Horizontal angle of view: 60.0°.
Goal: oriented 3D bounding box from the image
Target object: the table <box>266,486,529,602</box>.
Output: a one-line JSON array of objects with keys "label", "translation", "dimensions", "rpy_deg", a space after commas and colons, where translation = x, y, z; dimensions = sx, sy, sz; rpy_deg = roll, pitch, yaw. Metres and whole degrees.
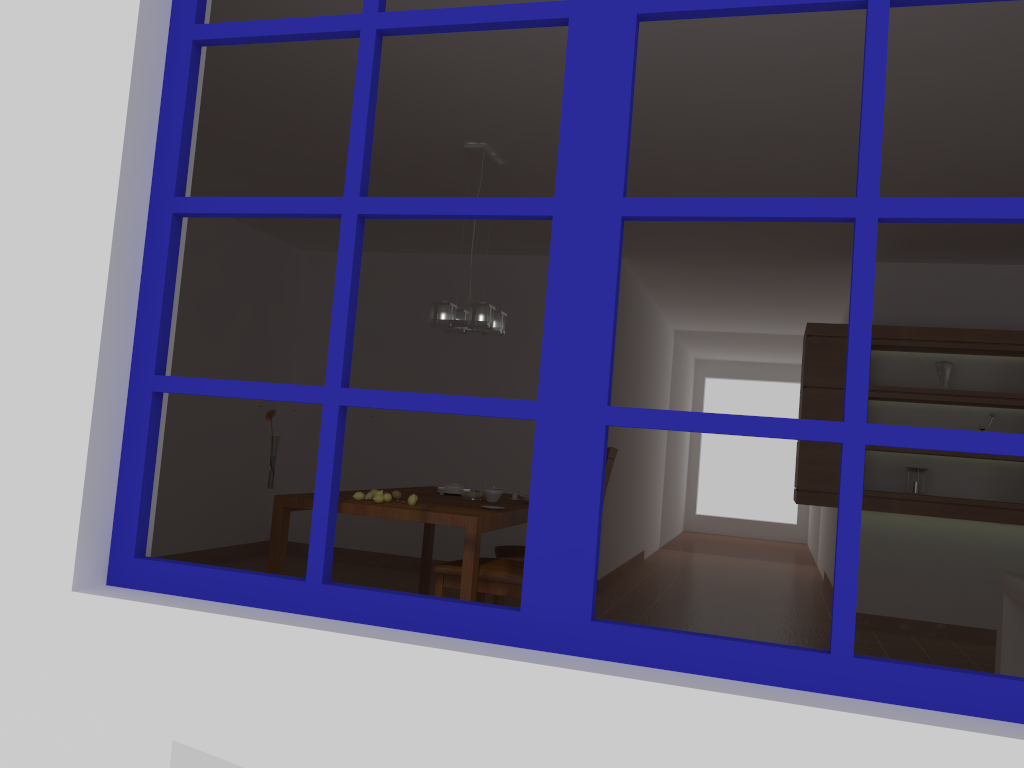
[{"label": "table", "translation": [-0.344, 0.940, 4.419], "dimensions": [0.900, 0.740, 1.800], "rpy_deg": [4, -4, 17]}]

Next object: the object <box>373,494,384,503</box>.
[{"label": "object", "translation": [-0.558, 0.481, 3.715], "dimensions": [0.043, 0.038, 0.043], "rpy_deg": [4, -4, 6]}]

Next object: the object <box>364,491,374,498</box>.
[{"label": "object", "translation": [-0.611, 0.493, 3.910], "dimensions": [0.091, 0.032, 0.092], "rpy_deg": [4, -4, 17]}]

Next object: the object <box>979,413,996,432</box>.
[{"label": "object", "translation": [2.980, 0.286, 5.683], "dimensions": [0.136, 0.227, 0.190], "rpy_deg": [8, -5, -41]}]

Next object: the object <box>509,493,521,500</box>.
[{"label": "object", "translation": [0.015, 0.599, 4.718], "dimensions": [0.065, 0.037, 0.065], "rpy_deg": [3, -5, 30]}]

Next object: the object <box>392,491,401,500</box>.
[{"label": "object", "translation": [-0.526, 0.506, 4.039], "dimensions": [0.042, 0.041, 0.041], "rpy_deg": [5, -4, 2]}]

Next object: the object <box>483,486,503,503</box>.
[{"label": "object", "translation": [-0.096, 0.548, 4.417], "dimensions": [0.096, 0.079, 0.096], "rpy_deg": [4, -4, 12]}]

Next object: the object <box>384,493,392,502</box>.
[{"label": "object", "translation": [-0.538, 0.491, 3.822], "dimensions": [0.041, 0.039, 0.044], "rpy_deg": [6, -4, -20]}]

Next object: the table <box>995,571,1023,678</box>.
[{"label": "table", "translation": [2.567, 1.168, 3.516], "dimensions": [1.003, 0.647, 0.737], "rpy_deg": [4, -4, 17]}]

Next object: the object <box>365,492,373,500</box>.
[{"label": "object", "translation": [-0.617, 0.485, 3.839], "dimensions": [0.033, 0.036, 0.039], "rpy_deg": [8, -5, -36]}]

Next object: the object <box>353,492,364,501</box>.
[{"label": "object", "translation": [-0.649, 0.477, 3.763], "dimensions": [0.043, 0.038, 0.043], "rpy_deg": [4, -4, 6]}]

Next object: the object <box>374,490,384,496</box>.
[{"label": "object", "translation": [-0.571, 0.479, 3.806], "dimensions": [0.039, 0.049, 0.039], "rpy_deg": [3, -4, 24]}]

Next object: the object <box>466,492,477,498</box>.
[{"label": "object", "translation": [-0.206, 0.561, 4.490], "dimensions": [0.060, 0.033, 0.048], "rpy_deg": [4, -4, 16]}]

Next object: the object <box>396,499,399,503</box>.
[{"label": "object", "translation": [-0.496, 0.507, 3.849], "dimensions": [0.012, 0.014, 0.014], "rpy_deg": [4, -4, 5]}]

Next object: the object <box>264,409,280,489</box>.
[{"label": "object", "translation": [-1.112, 0.296, 4.073], "dimensions": [0.085, 0.365, 0.050], "rpy_deg": [4, -4, 14]}]

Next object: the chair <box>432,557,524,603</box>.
[{"label": "chair", "translation": [0.012, 0.772, 3.907], "dimensions": [0.574, 1.063, 0.444], "rpy_deg": [3, -4, 27]}]

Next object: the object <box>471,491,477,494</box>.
[{"label": "object", "translation": [-0.203, 0.565, 4.540], "dimensions": [0.061, 0.032, 0.048], "rpy_deg": [6, -4, -14]}]

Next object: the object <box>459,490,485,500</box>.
[{"label": "object", "translation": [-0.197, 0.565, 4.512], "dimensions": [0.151, 0.041, 0.151], "rpy_deg": [6, -4, -23]}]

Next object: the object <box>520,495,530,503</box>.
[{"label": "object", "translation": [0.105, 0.598, 4.577], "dimensions": [0.136, 0.036, 0.136], "rpy_deg": [7, -4, -25]}]

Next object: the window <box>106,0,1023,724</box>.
[{"label": "window", "translation": [0.127, -0.287, 1.455], "dimensions": [1.699, 1.430, 0.035], "rpy_deg": [4, -4, 17]}]

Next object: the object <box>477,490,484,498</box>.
[{"label": "object", "translation": [-0.154, 0.561, 4.506], "dimensions": [0.055, 0.044, 0.048], "rpy_deg": [5, -4, -4]}]

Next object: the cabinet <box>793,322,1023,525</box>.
[{"label": "cabinet", "translation": [4.268, 0.364, 5.525], "dimensions": [4.718, 1.200, 0.754], "rpy_deg": [4, -4, 17]}]

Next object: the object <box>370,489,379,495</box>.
[{"label": "object", "translation": [-0.609, 0.482, 3.928], "dimensions": [0.042, 0.038, 0.043], "rpy_deg": [5, -4, -7]}]

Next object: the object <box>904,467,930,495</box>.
[{"label": "object", "translation": [2.615, 0.629, 5.734], "dimensions": [0.159, 0.171, 0.159], "rpy_deg": [8, -5, -37]}]

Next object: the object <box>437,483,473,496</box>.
[{"label": "object", "translation": [-0.305, 0.561, 4.741], "dimensions": [0.176, 0.062, 0.195], "rpy_deg": [5, -4, 2]}]

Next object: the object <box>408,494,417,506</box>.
[{"label": "object", "translation": [-0.423, 0.492, 3.762], "dimensions": [0.038, 0.053, 0.039], "rpy_deg": [8, -5, -38]}]

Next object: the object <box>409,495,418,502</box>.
[{"label": "object", "translation": [-0.430, 0.501, 3.853], "dimensions": [0.042, 0.041, 0.041], "rpy_deg": [5, -4, -8]}]

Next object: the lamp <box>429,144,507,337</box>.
[{"label": "lamp", "translation": [-0.185, -0.719, 4.504], "dimensions": [0.304, 0.919, 0.304], "rpy_deg": [4, -4, 17]}]

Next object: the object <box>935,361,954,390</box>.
[{"label": "object", "translation": [2.801, -0.050, 5.753], "dimensions": [0.071, 0.197, 0.103], "rpy_deg": [6, -4, -22]}]

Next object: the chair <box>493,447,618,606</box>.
[{"label": "chair", "translation": [0.208, 0.834, 4.573], "dimensions": [0.574, 1.063, 0.444], "rpy_deg": [5, -4, -3]}]

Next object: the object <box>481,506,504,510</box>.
[{"label": "object", "translation": [-0.086, 0.554, 3.966], "dimensions": [0.108, 0.008, 0.108], "rpy_deg": [6, -4, -18]}]

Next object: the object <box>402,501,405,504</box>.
[{"label": "object", "translation": [-0.468, 0.508, 3.813], "dimensions": [0.014, 0.012, 0.014], "rpy_deg": [3, -4, 21]}]
